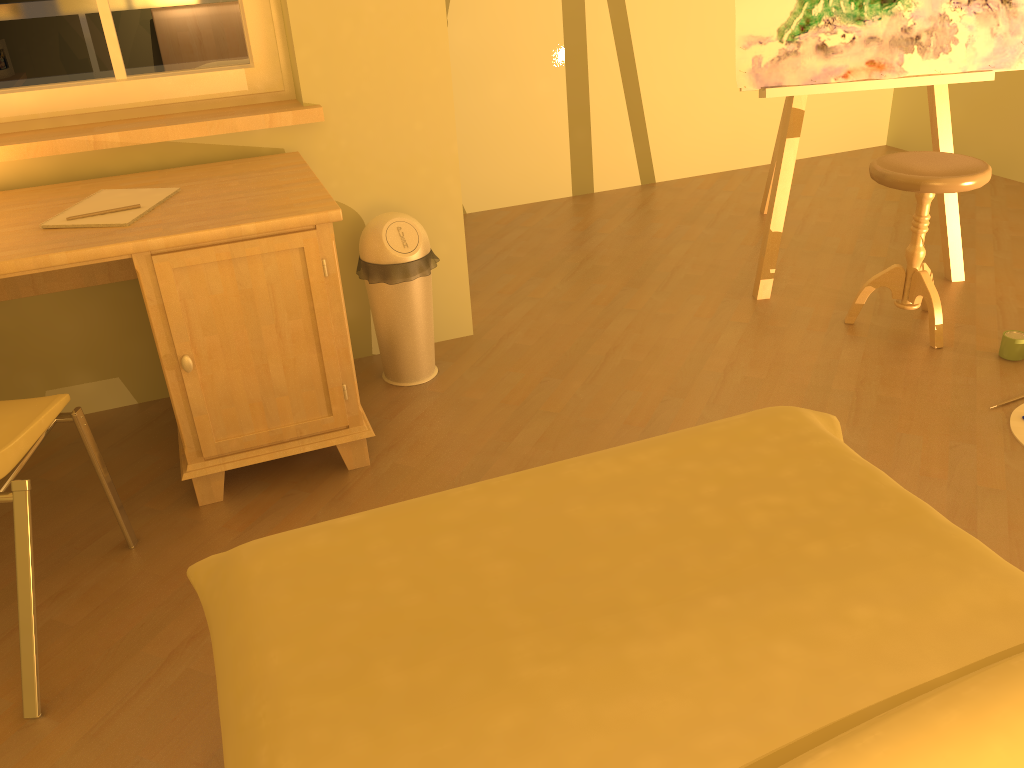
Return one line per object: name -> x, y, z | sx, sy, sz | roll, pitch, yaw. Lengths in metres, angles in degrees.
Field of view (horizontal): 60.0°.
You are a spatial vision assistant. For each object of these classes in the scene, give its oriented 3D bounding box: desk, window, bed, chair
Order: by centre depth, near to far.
bed -> 0.448, 0.580, 0.678 | 1.286, 0.894, 2.378 | -13, 29, -17
chair -> -1.188, 0.178, 1.753 | 0.531, 0.785, 0.546 | -3, 28, 1
window -> -1.396, -1.279, 2.231 | 1.486, 1.263, 0.142 | -13, 29, -17
desk -> -1.146, -0.085, 2.317 | 1.396, 0.720, 0.684 | -13, 29, -17
chair -> 1.311, -0.437, 2.869 | 0.348, 0.551, 0.364 | -7, 28, -7

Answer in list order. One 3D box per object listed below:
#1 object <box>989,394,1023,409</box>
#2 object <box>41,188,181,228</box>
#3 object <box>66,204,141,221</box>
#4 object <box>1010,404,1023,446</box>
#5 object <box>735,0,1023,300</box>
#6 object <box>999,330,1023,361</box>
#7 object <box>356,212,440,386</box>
object -> 1.486, 0.028, 2.546 | 0.325, 0.010, 0.010 | -15, 30, -21
object -> -0.976, -0.435, 2.177 | 0.210, 0.010, 0.300 | -1, 28, 5
object -> -0.971, -0.408, 2.111 | 0.166, 0.009, 0.008 | -17, 31, -24
object -> 1.499, 0.115, 2.376 | 0.288, 0.014, 0.366 | 20, 36, 37
object -> 1.122, -1.276, 3.166 | 0.972, 1.896, 1.132 | -23, 33, -32
object -> 1.554, -0.119, 2.747 | 0.073, 0.073, 0.073 | -11, 29, -13
object -> -0.346, -0.273, 2.773 | 0.248, 0.535, 0.255 | 4, 29, 14
